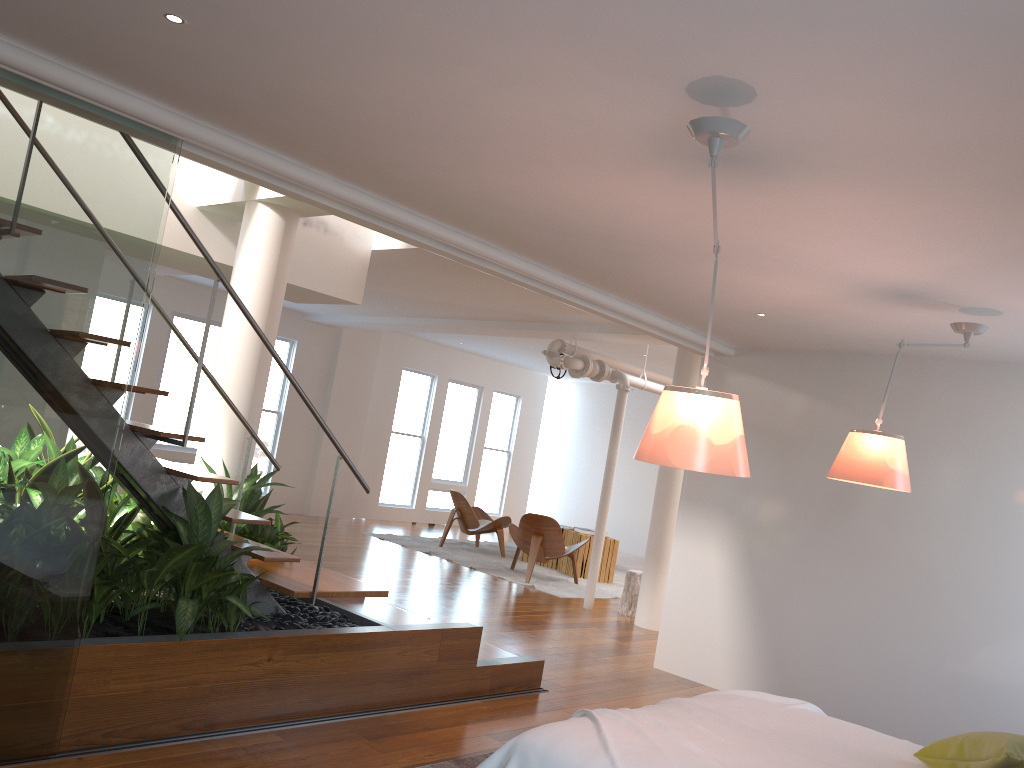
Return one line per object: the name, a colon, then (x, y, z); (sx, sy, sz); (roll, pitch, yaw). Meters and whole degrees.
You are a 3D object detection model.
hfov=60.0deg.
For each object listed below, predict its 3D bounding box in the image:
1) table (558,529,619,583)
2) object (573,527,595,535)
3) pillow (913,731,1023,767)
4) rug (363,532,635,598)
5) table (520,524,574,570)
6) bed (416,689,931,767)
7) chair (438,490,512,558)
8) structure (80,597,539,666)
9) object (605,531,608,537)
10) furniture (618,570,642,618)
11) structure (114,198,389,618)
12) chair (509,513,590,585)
table: (0.921, 2.089, 10.720); (0.489, 0.534, 0.548); (11, -4, -17)
object: (0.956, 1.808, 10.839); (0.334, 0.048, 0.279); (11, -4, -17)
pillow: (1.432, 1.151, 2.392); (0.805, 0.240, 1.341); (6, -6, 39)
rug: (0.515, 2.289, 11.268); (3.478, 0.057, 3.525); (14, -6, -43)
table: (0.499, 2.060, 11.302); (0.548, 0.534, 0.489); (7, -5, 31)
bed: (1.030, 1.449, 2.655); (2.314, 0.595, 2.207); (6, -6, 42)
chair: (-0.439, 1.806, 11.536); (0.867, 0.752, 0.856); (10, -4, 3)
structure: (-2.777, 1.037, 4.266); (3.088, 0.386, 5.584); (6, -6, 42)
object: (1.076, 1.795, 10.622); (0.152, 0.082, 0.152); (10, -4, 3)
furniture: (1.198, 2.014, 8.527); (0.290, 0.418, 0.298); (9, -4, 5)
structure: (-2.703, -1.108, 3.792); (2.552, 4.265, 4.591); (6, -6, 42)
chair: (0.307, 1.809, 9.898); (0.867, 0.752, 0.856); (14, -6, -42)
